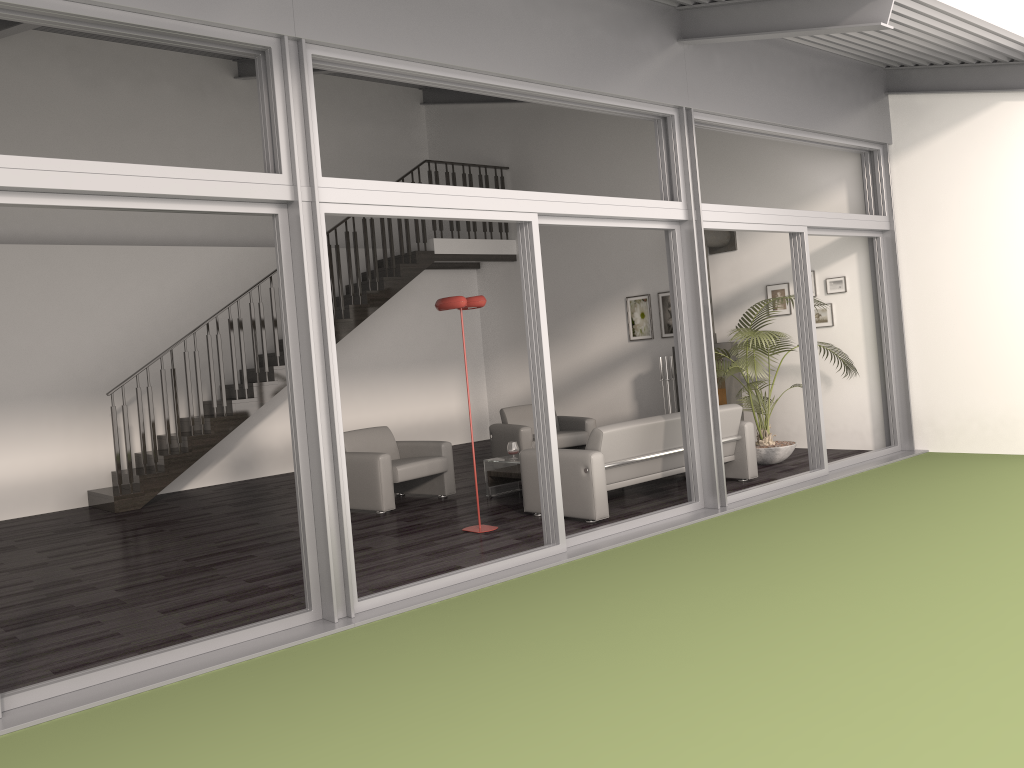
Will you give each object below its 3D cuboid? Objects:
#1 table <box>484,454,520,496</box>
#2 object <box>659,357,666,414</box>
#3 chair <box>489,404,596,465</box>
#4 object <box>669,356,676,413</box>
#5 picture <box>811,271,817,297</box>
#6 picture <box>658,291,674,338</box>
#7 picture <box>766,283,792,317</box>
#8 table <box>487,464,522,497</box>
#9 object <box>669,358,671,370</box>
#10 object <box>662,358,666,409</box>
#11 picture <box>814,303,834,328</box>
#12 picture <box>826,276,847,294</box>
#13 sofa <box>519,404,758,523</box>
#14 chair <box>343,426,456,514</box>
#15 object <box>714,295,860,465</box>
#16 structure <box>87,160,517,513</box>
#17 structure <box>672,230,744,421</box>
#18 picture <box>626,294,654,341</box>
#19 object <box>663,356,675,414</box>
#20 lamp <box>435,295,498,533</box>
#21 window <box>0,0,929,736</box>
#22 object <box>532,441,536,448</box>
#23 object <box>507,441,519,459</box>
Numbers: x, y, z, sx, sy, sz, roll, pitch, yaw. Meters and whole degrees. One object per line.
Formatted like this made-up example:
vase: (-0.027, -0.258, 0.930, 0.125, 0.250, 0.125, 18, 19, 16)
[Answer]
table: (0.117, 0.857, 8.195, 0.401, 0.342, 0.679, -6, 2, -40)
object: (1.824, 0.183, 10.641, 0.078, 1.020, 0.167, -5, 0, 11)
chair: (0.359, 0.594, 9.906, 0.964, 0.717, 0.909, -6, 1, -25)
object: (1.966, 0.186, 10.679, 0.145, 1.052, 0.075, -5, 0, 11)
picture: (3.206, -1.079, 9.610, 0.015, 0.280, 0.191, -5, 0, -40)
picture: (1.998, -0.870, 11.049, 0.026, 0.577, 0.393, -5, 0, -40)
picture: (2.978, -0.940, 9.891, 0.015, 0.352, 0.288, -5, 0, -40)
table: (0.425, 0.875, 8.454, 1.202, 0.250, 0.599, -7, 2, -40)
object: (2.014, 0.176, 10.768, 0.113, 1.049, 0.041, -5, 0, 5)
object: (1.838, 0.157, 10.802, 0.116, 0.983, 0.042, -5, 0, 25)
picture: (3.291, -0.731, 9.545, 0.015, 0.244, 0.359, -5, 1, -40)
picture: (3.424, -1.042, 9.358, 0.015, 0.166, 0.221, -5, 1, -40)
sofa: (1.107, 0.612, 7.605, 2.118, 0.717, 0.900, -7, 2, -40)
chair: (-1.152, 0.779, 8.414, 0.908, 0.717, 0.965, -4, 2, 40)
object: (2.366, -0.021, 8.969, 1.716, 1.666, 2.123, -4, 2, 44)
structure: (-2.293, -0.940, 11.818, 6.354, 4.094, 0.998, -6, 1, -40)
structure: (2.442, -0.583, 10.311, 1.118, 2.675, 0.817, -5, 0, -40)
picture: (1.652, -0.855, 11.457, 0.026, 0.577, 0.393, -5, 0, -40)
object: (1.912, 0.224, 10.737, 0.400, 1.126, 0.401, -5, 0, 9)
lamp: (-0.322, 0.222, 6.802, 0.354, 1.788, 0.364, -5, 0, -40)
window: (0.158, -0.621, 5.749, 9.763, 3.471, 0.384, -6, 1, -40)
object: (0.237, 0.600, 8.119, 0.115, 0.155, 0.116, -4, 1, 40)
object: (0.011, 0.615, 8.228, 0.116, 0.155, 0.115, -5, 1, -32)
